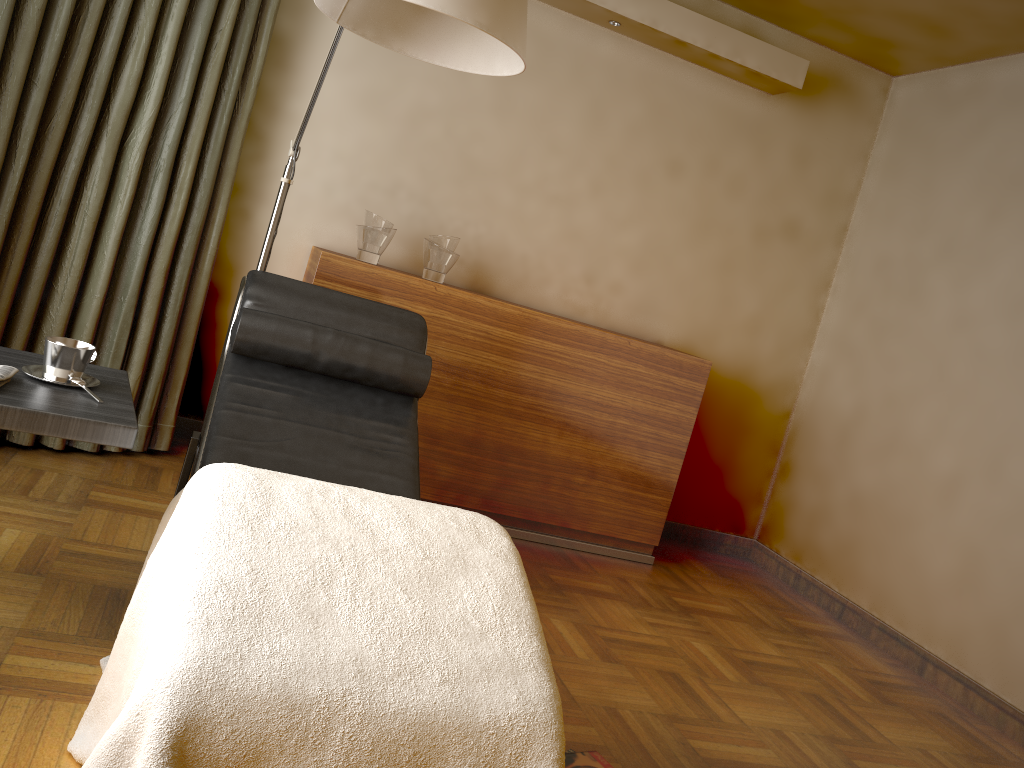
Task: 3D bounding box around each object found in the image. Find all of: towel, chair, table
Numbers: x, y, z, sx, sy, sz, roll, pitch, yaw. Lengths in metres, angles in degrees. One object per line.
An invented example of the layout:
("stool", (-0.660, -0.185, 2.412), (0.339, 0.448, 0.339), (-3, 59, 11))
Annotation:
("towel", (-1.066, -0.034, 1.643), (0.239, 0.035, 0.181), (15, 6, -15))
("chair", (-0.429, 0.237, 2.068), (0.631, 0.794, 1.810), (15, 5, -19))
("table", (-1.034, -0.005, 1.761), (0.513, 0.045, 0.506), (13, 7, -27))

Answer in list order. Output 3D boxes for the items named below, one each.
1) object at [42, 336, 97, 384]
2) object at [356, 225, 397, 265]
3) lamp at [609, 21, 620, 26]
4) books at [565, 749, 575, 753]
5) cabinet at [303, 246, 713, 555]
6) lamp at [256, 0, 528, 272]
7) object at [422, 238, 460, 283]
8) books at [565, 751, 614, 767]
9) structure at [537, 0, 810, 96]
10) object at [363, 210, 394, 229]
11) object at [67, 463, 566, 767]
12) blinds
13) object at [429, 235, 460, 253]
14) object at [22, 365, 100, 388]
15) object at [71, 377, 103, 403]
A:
("object", (-0.929, -0.049, 1.842), (0.097, 0.078, 0.112), (15, 5, -18))
("object", (-0.538, -0.543, 3.396), (0.157, 0.154, 0.155), (18, 4, 28))
("lamp", (-0.064, -1.678, 3.595), (1.149, 0.028, 0.051), (14, 5, -18))
("books", (0.129, 0.798, 1.772), (0.125, 0.018, 0.171), (20, 7, 30))
("cabinet", (-0.103, 0.086, 3.651), (1.662, 0.860, 0.420), (15, 3, -18))
("lamp", (-0.433, -0.354, 2.298), (0.449, 1.961, 1.429), (16, 3, -16))
("object", (-0.293, -0.481, 3.480), (0.154, 0.154, 0.158), (14, 4, -28))
("books", (0.138, 0.782, 1.766), (0.171, 0.018, 0.125), (12, 7, -34))
("structure", (0.272, -1.650, 3.714), (2.163, 0.130, 0.277), (14, 6, -18))
("object", (-0.527, -0.580, 3.396), (0.121, 0.149, 0.124), (14, 4, -37))
("object", (-0.330, 0.478, 1.564), (0.911, 0.519, 0.919), (15, 5, -19))
("blinds", (-1.351, -0.974, 2.630), (0.227, 2.446, 1.521), (17, 3, 26))
("object", (-0.282, -0.518, 3.479), (0.121, 0.149, 0.124), (14, 4, -39))
("object", (-0.938, -0.013, 1.837), (0.149, 0.009, 0.151), (15, 6, -13))
("object", (-0.856, 0.010, 1.780), (0.125, 0.019, 0.029), (21, 7, 40))
